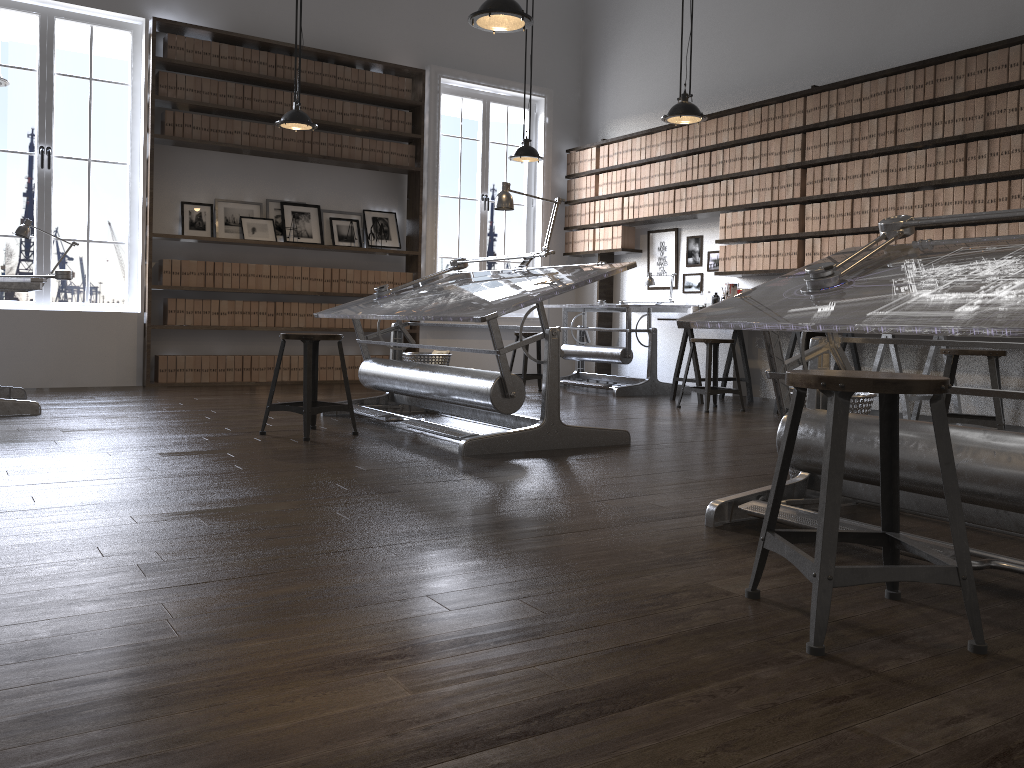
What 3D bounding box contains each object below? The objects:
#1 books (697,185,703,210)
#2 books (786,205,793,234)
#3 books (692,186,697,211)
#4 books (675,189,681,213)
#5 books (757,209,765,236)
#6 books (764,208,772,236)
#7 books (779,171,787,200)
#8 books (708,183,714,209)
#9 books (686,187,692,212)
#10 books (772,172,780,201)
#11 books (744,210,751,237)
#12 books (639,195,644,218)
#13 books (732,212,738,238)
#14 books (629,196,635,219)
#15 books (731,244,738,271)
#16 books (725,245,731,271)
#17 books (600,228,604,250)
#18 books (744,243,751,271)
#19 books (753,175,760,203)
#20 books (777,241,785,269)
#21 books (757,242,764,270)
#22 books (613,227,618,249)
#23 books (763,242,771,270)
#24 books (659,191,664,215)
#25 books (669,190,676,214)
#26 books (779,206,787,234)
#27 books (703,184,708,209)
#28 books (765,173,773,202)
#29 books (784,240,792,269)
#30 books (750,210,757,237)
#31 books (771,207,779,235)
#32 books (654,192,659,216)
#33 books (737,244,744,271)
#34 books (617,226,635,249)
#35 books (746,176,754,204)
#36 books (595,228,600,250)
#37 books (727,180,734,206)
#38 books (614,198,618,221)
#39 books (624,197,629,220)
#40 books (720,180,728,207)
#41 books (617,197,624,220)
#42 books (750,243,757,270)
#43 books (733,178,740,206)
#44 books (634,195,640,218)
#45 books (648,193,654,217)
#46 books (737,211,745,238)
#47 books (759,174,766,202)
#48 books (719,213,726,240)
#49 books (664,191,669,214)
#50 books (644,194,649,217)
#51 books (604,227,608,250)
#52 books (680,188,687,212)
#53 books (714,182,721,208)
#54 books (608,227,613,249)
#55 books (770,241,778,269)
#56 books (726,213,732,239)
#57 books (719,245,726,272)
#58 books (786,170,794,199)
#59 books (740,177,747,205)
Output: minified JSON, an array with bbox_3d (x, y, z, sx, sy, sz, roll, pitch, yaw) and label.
[{"bbox_3d":[1.712,-1.624,7.783,0.174,0.225,0.067,0,2,-33],"label":"books"},{"bbox_3d":[2.242,-1.283,6.963,0.174,0.225,0.067,0,2,-33],"label":"books"},{"bbox_3d":[1.680,-1.630,7.843,0.174,0.225,0.067,0,2,-33],"label":"books"},{"bbox_3d":[1.565,-1.645,8.022,0.174,0.225,0.067,0,2,-33],"label":"books"},{"bbox_3d":[2.079,-1.304,7.210,0.174,0.225,0.067,0,2,-33],"label":"books"},{"bbox_3d":[2.122,-1.299,7.153,0.174,0.225,0.067,0,2,-33],"label":"books"},{"bbox_3d":[2.206,-1.566,7.027,0.174,0.225,0.067,0,2,-33],"label":"books"},{"bbox_3d":[1.784,-1.615,7.676,0.174,0.225,0.067,0,2,-33],"label":"books"},{"bbox_3d":[1.642,-1.635,7.902,0.174,0.225,0.067,0,2,-33],"label":"books"},{"bbox_3d":[2.168,-1.571,7.087,0.174,0.225,0.067,0,2,-33],"label":"books"},{"bbox_3d":[2.006,-1.315,7.332,0.174,0.225,0.067,0,2,-33],"label":"books"},{"bbox_3d":[1.299,-1.681,8.436,0.174,0.225,0.067,0,2,-33],"label":"books"},{"bbox_3d":[1.932,-1.325,7.444,0.174,0.225,0.067,0,2,-33],"label":"books"},{"bbox_3d":[1.218,-1.691,8.550,0.174,0.225,0.067,0,2,-33],"label":"books"},{"bbox_3d":[1.925,-1.054,7.447,0.174,0.225,0.067,0,2,-33],"label":"books"},{"bbox_3d":[1.892,-1.059,7.501,0.174,0.225,0.067,0,2,-33],"label":"books"},{"bbox_3d":[0.974,-1.454,8.927,0.174,0.225,0.067,0,2,-33],"label":"books"},{"bbox_3d":[2.004,-1.044,7.328,0.174,0.225,0.067,0,2,-33],"label":"books"},{"bbox_3d":[2.058,-1.585,7.251,0.174,0.225,0.067,0,2,-33],"label":"books"},{"bbox_3d":[2.192,-1.018,7.036,0.174,0.225,0.067,0,2,-33],"label":"books"},{"bbox_3d":[2.078,-1.034,7.210,0.174,0.225,0.067,0,2,-33],"label":"books"},{"bbox_3d":[1.085,-1.439,8.762,0.174,0.225,0.067,0,2,-33],"label":"books"},{"bbox_3d":[2.114,-1.028,7.147,0.174,0.225,0.067,0,2,-33],"label":"books"},{"bbox_3d":[1.447,-1.661,8.201,0.174,0.225,0.067,0,2,-33],"label":"books"},{"bbox_3d":[1.520,-1.651,8.082,0.174,0.225,0.067,0,2,-33],"label":"books"},{"bbox_3d":[2.203,-1.288,7.028,0.174,0.225,0.067,0,2,-33],"label":"books"},{"bbox_3d":[1.752,-1.620,7.729,0.174,0.225,0.067,0,2,-33],"label":"books"},{"bbox_3d":[2.126,-1.575,7.140,0.174,0.225,0.067,0,2,-33],"label":"books"},{"bbox_3d":[2.229,-1.014,6.982,0.174,0.225,0.067,0,2,-33],"label":"books"},{"bbox_3d":[2.045,-1.310,7.272,0.174,0.225,0.067,0,2,-33],"label":"books"},{"bbox_3d":[2.158,-1.294,7.087,0.174,0.225,0.067,0,2,-33],"label":"books"},{"bbox_3d":[1.409,-1.665,8.252,0.174,0.225,0.067,0,2,-33],"label":"books"},{"bbox_3d":[1.963,-1.049,7.385,0.174,0.225,0.067,0,2,-33],"label":"books"},{"bbox_3d":[1.121,-1.434,8.702,0.174,0.225,0.067,0,2,-33],"label":"books"},{"bbox_3d":[2.018,-1.590,7.311,0.174,0.225,0.067,0,2,-33],"label":"books"},{"bbox_3d":[0.933,-1.459,8.987,0.174,0.225,0.067,0,2,-33],"label":"books"},{"bbox_3d":[1.906,-1.606,7.488,0.174,0.225,0.067,0,2,-33],"label":"books"},{"bbox_3d":[1.093,-1.716,8.749,0.174,0.225,0.067,0,2,-33],"label":"books"},{"bbox_3d":[1.175,-1.697,8.620,0.174,0.225,0.067,0,2,-33],"label":"books"},{"bbox_3d":[1.863,-1.611,7.547,0.174,0.225,0.067,0,2,-33],"label":"books"},{"bbox_3d":[1.124,-1.711,8.693,0.174,0.225,0.067,0,2,-33],"label":"books"},{"bbox_3d":[2.044,-1.039,7.270,0.174,0.225,0.067,0,2,-33],"label":"books"},{"bbox_3d":[1.947,-1.601,7.432,0.174,0.225,0.067,0,2,-33],"label":"books"},{"bbox_3d":[1.259,-1.686,8.493,0.174,0.225,0.067,0,2,-33],"label":"books"},{"bbox_3d":[1.370,-1.671,8.312,0.174,0.225,0.067,0,2,-33],"label":"books"},{"bbox_3d":[1.965,-1.320,7.385,0.174,0.225,0.067,0,2,-33],"label":"books"},{"bbox_3d":[2.094,-1.581,7.199,0.174,0.225,0.067,0,2,-33],"label":"books"},{"bbox_3d":[1.856,-1.334,7.556,0.174,0.225,0.067,0,2,-33],"label":"books"},{"bbox_3d":[1.484,-1.656,8.147,0.174,0.225,0.067,0,2,-33],"label":"books"},{"bbox_3d":[1.333,-1.676,8.375,0.174,0.225,0.067,0,2,-33],"label":"books"},{"bbox_3d":[1.009,-1.449,8.875,0.174,0.225,0.067,0,2,-33],"label":"books"},{"bbox_3d":[1.600,-1.640,7.960,0.174,0.225,0.067,0,2,-33],"label":"books"},{"bbox_3d":[1.822,-1.610,7.614,0.174,0.225,0.067,0,2,-33],"label":"books"},{"bbox_3d":[1.041,-1.444,8.817,0.174,0.225,0.067,0,2,-33],"label":"books"},{"bbox_3d":[2.154,-1.023,7.086,0.174,0.225,0.067,0,2,-33],"label":"books"},{"bbox_3d":[1.897,-1.329,7.496,0.174,0.225,0.067,0,2,-33],"label":"books"},{"bbox_3d":[1.852,-1.064,7.554,0.174,0.225,0.067,0,2,-33],"label":"books"},{"bbox_3d":[2.241,-1.560,6.966,0.174,0.225,0.067,0,2,-33],"label":"books"},{"bbox_3d":[1.983,-1.596,7.372,0.174,0.225,0.067,0,2,-33],"label":"books"}]
